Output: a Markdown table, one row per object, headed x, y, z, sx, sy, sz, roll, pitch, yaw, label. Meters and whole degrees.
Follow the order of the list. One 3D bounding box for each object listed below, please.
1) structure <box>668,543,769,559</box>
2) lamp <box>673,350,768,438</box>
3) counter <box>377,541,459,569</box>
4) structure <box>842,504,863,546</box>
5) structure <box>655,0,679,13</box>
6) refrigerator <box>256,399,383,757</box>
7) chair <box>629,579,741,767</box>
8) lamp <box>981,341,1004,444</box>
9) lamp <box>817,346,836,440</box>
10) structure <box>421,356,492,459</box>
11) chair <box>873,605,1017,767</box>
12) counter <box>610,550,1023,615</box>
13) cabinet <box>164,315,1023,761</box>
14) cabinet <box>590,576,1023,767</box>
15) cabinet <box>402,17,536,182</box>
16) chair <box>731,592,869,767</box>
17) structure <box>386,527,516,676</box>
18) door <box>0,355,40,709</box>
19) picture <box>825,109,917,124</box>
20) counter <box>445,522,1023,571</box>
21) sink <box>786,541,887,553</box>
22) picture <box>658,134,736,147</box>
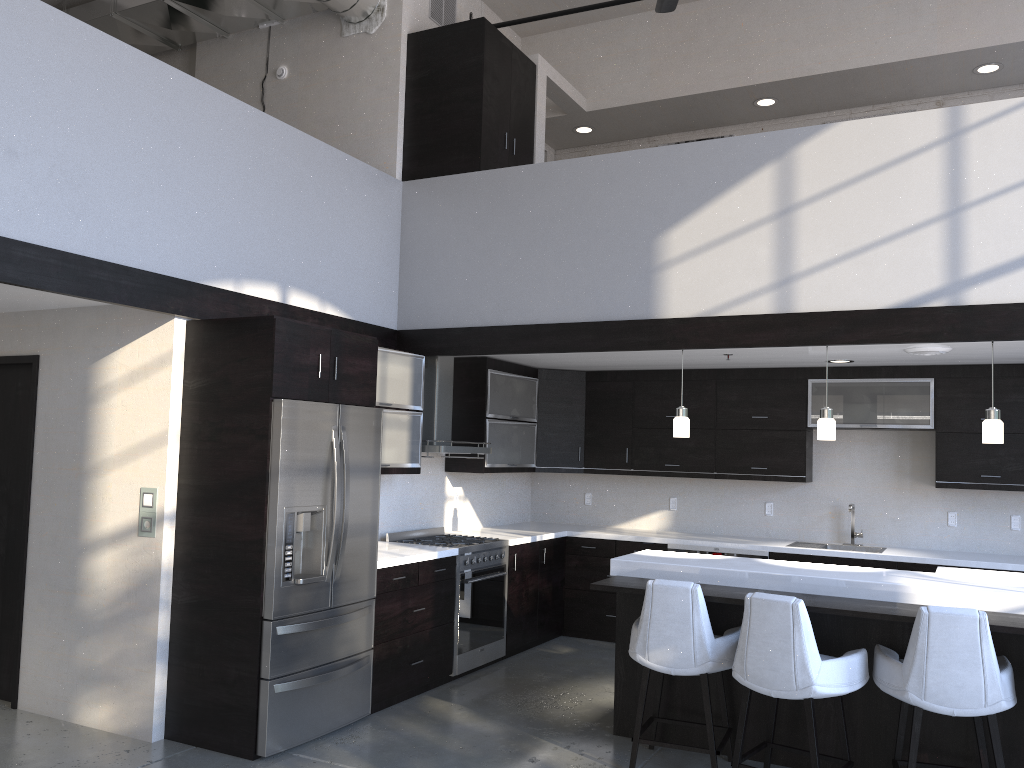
| x | y | z | sx | sy | sz | roll | pitch | yaw | label |
| --- | --- | --- | --- | --- | --- | --- | --- | --- | --- |
| 1.745 | 1.693 | 7.192 | 0.784 | 0.789 | 0.783 | 0 | -4 | 27 | structure |
| 1.530 | 0.097 | 6.333 | 0.124 | 0.623 | 1.954 | 0 | -5 | 30 | lamp |
| -0.868 | 1.086 | 5.673 | 0.676 | 0.047 | 0.920 | -1 | -5 | 27 | counter |
| 2.662 | 1.105 | 6.944 | 0.149 | 0.328 | 0.225 | 0 | -4 | 27 | structure |
| 1.106 | -2.993 | 5.615 | 1.368 | 0.863 | 1.191 | 0 | -4 | 17 | structure |
| -1.271 | 0.996 | 4.884 | 0.820 | 1.770 | 0.854 | 0 | -4 | 27 | refrigerator |
| 0.846 | 1.456 | 4.431 | 0.579 | 0.983 | 0.502 | 0 | -4 | 24 | chair |
| 3.015 | 0.082 | 5.563 | 0.124 | 0.623 | 1.950 | 0 | -5 | 28 | lamp |
| 1.825 | 0.014 | 5.141 | 0.100 | 0.623 | 0.100 | -1 | -4 | 33 | lamp |
| -0.513 | 0.077 | 6.512 | 0.489 | 0.929 | 0.728 | 0 | -4 | 27 | structure |
| 1.901 | 1.446 | 3.883 | 0.579 | 0.983 | 0.502 | 0 | -4 | 19 | chair |
| 1.789 | 1.056 | 4.869 | 2.293 | 0.095 | 0.978 | -1 | -5 | 27 | counter |
| 1.088 | 0.884 | 5.587 | 4.231 | 2.313 | 4.279 | 0 | -5 | 27 | cabinet |
| 1.899 | 1.533 | 4.553 | 2.691 | 0.909 | 1.372 | -1 | -5 | 27 | cabinet |
| -0.323 | -1.478 | 6.789 | 0.684 | 2.231 | 0.838 | 0 | -4 | 27 | cabinet |
| 1.273 | 1.441 | 4.059 | 0.579 | 0.983 | 0.502 | -1 | -5 | 39 | chair |
| -0.423 | 1.526 | 6.405 | 0.621 | 0.901 | 0.845 | 0 | -4 | 27 | structure |
| -3.059 | 0.870 | 5.361 | 0.750 | 2.056 | 0.272 | 0 | -4 | 27 | door |
| 3.062 | -1.709 | 7.589 | 0.731 | 1.182 | 0.049 | 0 | -4 | 27 | picture |
| 1.663 | 1.240 | 6.688 | 4.238 | 0.045 | 1.711 | -1 | -5 | 27 | counter |
| 2.484 | 1.331 | 6.786 | 0.677 | 0.168 | 0.475 | -1 | -5 | 27 | sink |
| 1.712 | -1.696 | 8.289 | 0.731 | 1.182 | 0.049 | 0 | -4 | 27 | picture |
